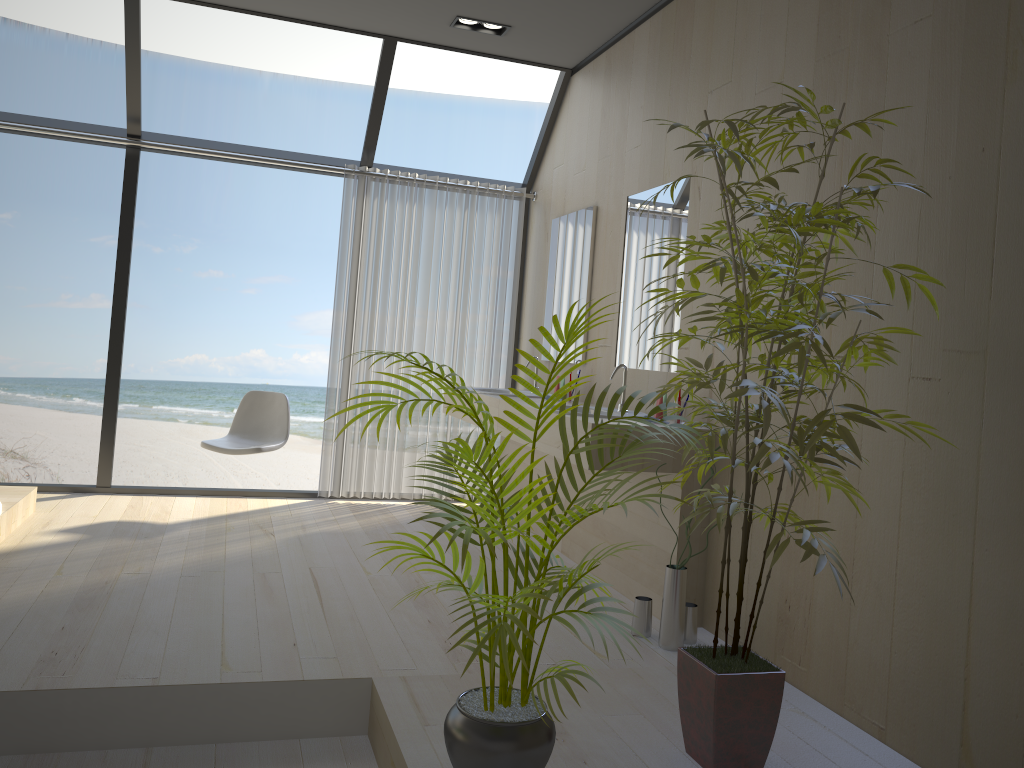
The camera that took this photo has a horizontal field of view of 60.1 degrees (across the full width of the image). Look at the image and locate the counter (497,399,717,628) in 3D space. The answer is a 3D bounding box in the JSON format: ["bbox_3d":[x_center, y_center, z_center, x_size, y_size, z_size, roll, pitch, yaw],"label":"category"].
[{"bbox_3d":[0.349,0.523,3.971,0.550,0.791,1.207,5,1,-18],"label":"counter"}]

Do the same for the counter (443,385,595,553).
[{"bbox_3d":[-0.015,0.452,5.121,0.550,0.791,1.207,5,1,-18],"label":"counter"}]

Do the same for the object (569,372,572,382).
[{"bbox_3d":[0.309,0.006,4.711,0.012,0.178,0.050,4,-1,22],"label":"object"}]

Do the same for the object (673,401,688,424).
[{"bbox_3d":[0.680,0.120,3.588,0.058,0.100,0.058,5,0,-7],"label":"object"}]

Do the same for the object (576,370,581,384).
[{"bbox_3d":[0.335,0.009,4.737,0.054,0.175,0.012,4,-1,8],"label":"object"}]

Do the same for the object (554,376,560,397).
[{"bbox_3d":[0.246,0.023,4.809,0.039,0.135,0.038,4,-1,31],"label":"object"}]

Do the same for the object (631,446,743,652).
[{"bbox_3d":[0.679,0.591,3.302,0.406,0.750,0.274,5,-1,-30],"label":"object"}]

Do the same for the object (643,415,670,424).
[{"bbox_3d":[0.584,0.144,3.580,0.104,0.029,0.032,5,1,23],"label":"object"}]

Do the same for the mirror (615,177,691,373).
[{"bbox_3d":[0.662,-0.497,4.158,0.023,0.869,0.654,5,0,-18],"label":"mirror"}]

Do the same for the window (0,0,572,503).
[{"bbox_3d":[-2.014,-0.732,5.008,4.554,2.817,0.745,4,-1,-18],"label":"window"}]

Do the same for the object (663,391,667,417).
[{"bbox_3d":[0.645,0.093,3.767,0.039,0.135,0.039,4,-1,24],"label":"object"}]

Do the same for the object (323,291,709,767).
[{"bbox_3d":[-0.042,0.359,2.050,0.917,1.158,0.749,4,0,16],"label":"object"}]

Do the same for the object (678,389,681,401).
[{"bbox_3d":[0.672,0.078,3.561,0.012,0.178,0.050,4,-1,22],"label":"object"}]

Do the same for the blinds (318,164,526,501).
[{"bbox_3d":[-0.561,-0.301,5.671,1.181,2.073,0.084,5,-1,-18],"label":"blinds"}]

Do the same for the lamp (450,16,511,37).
[{"bbox_3d":[-0.167,-1.978,4.771,0.300,0.112,0.164,4,1,-18],"label":"lamp"}]

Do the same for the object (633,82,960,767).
[{"bbox_3d":[0.679,0.117,2.321,0.787,1.758,0.934,4,-1,7],"label":"object"}]

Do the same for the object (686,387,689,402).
[{"bbox_3d":[0.699,0.080,3.586,0.054,0.175,0.012,4,-1,8],"label":"object"}]

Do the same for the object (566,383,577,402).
[{"bbox_3d":[0.316,0.049,4.738,0.058,0.100,0.058,5,0,-11],"label":"object"}]

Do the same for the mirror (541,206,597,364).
[{"bbox_3d":[0.324,-0.560,5.138,0.023,0.869,0.654,5,0,-18],"label":"mirror"}]

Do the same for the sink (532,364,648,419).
[{"bbox_3d":[0.346,0.109,3.934,0.503,0.420,0.574,4,1,-14],"label":"sink"}]

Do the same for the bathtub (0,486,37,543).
[{"bbox_3d":[-3.094,0.597,3.550,1.818,0.699,1.649,4,2,-18],"label":"bathtub"}]

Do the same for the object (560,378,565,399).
[{"bbox_3d":[0.281,0.022,4.917,0.039,0.135,0.038,4,-1,31],"label":"object"}]

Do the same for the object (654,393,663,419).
[{"bbox_3d":[0.609,0.094,3.659,0.039,0.135,0.039,4,-1,24],"label":"object"}]

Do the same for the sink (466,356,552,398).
[{"bbox_3d":[-0.017,0.038,5.084,0.503,0.420,0.574,4,1,-14],"label":"sink"}]

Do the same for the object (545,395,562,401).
[{"bbox_3d":[0.220,0.073,4.730,0.104,0.029,0.032,5,1,23],"label":"object"}]

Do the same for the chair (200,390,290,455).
[{"bbox_3d":[-1.484,0.220,5.012,0.369,0.348,0.454,5,1,11],"label":"chair"}]
